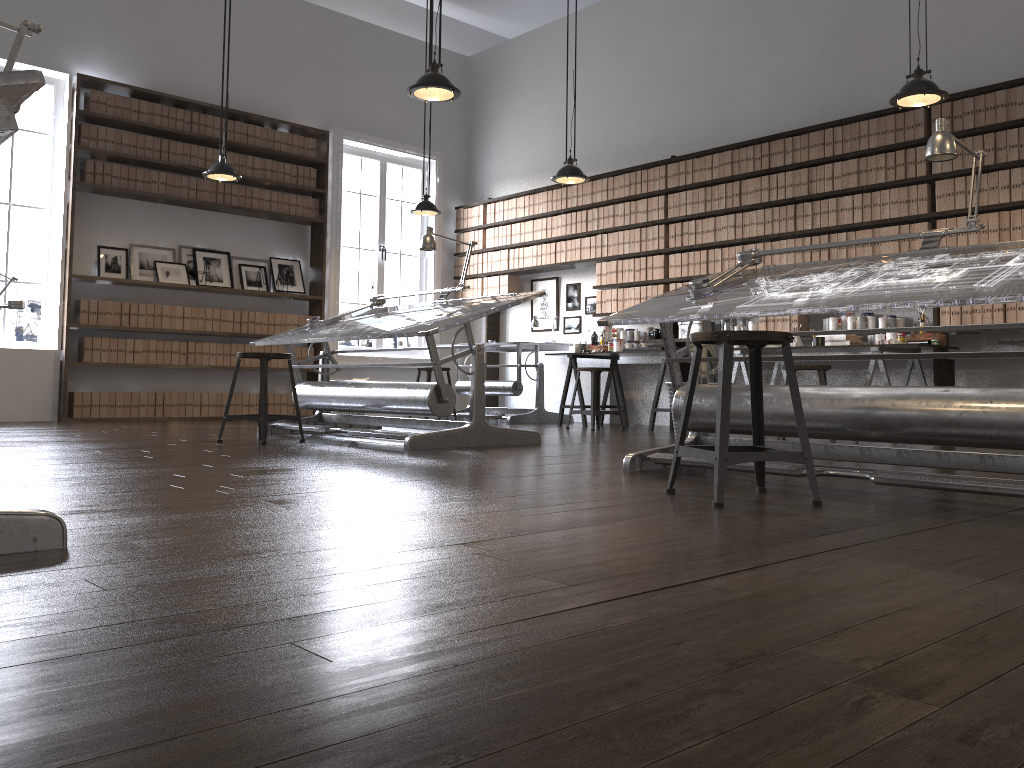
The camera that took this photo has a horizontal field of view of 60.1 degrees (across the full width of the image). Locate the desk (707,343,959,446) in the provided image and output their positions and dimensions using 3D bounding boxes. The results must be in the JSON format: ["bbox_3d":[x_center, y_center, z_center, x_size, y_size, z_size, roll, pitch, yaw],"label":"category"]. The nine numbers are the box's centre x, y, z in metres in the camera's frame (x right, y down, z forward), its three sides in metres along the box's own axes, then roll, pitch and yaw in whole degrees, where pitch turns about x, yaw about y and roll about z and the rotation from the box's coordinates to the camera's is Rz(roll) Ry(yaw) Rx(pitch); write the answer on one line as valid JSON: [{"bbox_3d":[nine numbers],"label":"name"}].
[{"bbox_3d":[2.284,0.073,6.501,0.655,0.671,1.667,2,-2,-42],"label":"desk"}]

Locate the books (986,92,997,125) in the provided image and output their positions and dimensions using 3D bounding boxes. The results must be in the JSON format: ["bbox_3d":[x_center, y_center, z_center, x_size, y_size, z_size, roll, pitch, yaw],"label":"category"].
[{"bbox_3d":[3.316,-1.865,6.071,0.174,0.226,0.066,3,-4,-42],"label":"books"}]

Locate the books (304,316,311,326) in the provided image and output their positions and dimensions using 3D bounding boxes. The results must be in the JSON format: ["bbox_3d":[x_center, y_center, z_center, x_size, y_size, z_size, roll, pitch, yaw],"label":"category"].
[{"bbox_3d":[-2.165,-0.593,9.198,0.066,0.226,0.174,4,-3,-42],"label":"books"}]

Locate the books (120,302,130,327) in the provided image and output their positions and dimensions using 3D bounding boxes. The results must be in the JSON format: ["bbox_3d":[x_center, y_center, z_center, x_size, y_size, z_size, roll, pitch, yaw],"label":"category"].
[{"bbox_3d":[-3.511,-0.618,7.981,0.067,0.226,0.174,4,-3,-42],"label":"books"}]

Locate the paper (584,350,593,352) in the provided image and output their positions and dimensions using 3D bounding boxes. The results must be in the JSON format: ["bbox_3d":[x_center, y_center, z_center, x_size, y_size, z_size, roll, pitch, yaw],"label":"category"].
[{"bbox_3d":[0.715,-0.297,8.202,0.155,0.038,0.137,1,-1,33],"label":"paper"}]

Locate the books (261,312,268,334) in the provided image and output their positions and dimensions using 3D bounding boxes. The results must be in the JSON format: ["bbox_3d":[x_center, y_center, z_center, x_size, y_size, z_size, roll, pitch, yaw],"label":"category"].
[{"bbox_3d":[-2.517,-0.599,8.881,0.066,0.226,0.174,4,-3,-42],"label":"books"}]

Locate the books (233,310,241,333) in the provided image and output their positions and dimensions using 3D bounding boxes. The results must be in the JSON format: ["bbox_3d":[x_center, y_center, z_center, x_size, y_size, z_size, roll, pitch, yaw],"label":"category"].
[{"bbox_3d":[-2.734,-0.604,8.687,0.066,0.226,0.174,4,-3,-42],"label":"books"}]

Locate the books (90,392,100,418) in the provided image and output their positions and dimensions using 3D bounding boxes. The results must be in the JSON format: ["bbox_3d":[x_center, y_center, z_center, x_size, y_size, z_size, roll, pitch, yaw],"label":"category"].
[{"bbox_3d":[-3.691,0.184,7.785,0.067,0.226,0.174,4,-3,-42],"label":"books"}]

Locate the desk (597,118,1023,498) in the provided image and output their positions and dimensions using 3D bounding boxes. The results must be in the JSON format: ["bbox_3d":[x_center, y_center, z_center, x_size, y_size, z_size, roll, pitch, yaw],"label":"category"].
[{"bbox_3d":[1.438,-0.318,3.328,1.075,1.390,2.067,3,-2,-42],"label":"desk"}]

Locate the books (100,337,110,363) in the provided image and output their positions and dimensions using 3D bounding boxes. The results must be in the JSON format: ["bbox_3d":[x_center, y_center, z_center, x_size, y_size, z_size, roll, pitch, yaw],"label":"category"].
[{"bbox_3d":[-3.637,-0.298,7.857,0.066,0.226,0.174,4,-3,-42],"label":"books"}]

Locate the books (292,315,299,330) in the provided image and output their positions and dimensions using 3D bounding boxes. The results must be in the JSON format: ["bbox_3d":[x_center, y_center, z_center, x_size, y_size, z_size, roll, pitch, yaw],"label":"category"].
[{"bbox_3d":[-2.265,-0.595,9.101,0.067,0.226,0.174,4,-3,-42],"label":"books"}]

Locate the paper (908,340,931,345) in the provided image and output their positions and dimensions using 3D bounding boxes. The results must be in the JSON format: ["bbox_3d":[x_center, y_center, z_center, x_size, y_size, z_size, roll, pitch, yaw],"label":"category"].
[{"bbox_3d":[2.719,-0.278,5.978,0.137,0.038,0.155,1,-1,-27],"label":"paper"}]

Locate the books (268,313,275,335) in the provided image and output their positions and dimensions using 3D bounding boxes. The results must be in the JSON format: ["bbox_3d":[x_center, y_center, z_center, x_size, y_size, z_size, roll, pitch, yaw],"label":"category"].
[{"bbox_3d":[-2.464,-0.598,8.928,0.066,0.226,0.174,4,-3,-42],"label":"books"}]

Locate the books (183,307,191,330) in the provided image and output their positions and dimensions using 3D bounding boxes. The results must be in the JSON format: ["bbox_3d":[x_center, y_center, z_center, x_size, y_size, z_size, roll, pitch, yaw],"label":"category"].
[{"bbox_3d":[-3.097,-0.611,8.353,0.067,0.226,0.174,4,-3,-42],"label":"books"}]

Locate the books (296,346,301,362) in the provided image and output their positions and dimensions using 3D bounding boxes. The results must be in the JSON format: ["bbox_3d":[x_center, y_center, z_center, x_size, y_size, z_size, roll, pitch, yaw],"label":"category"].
[{"bbox_3d":[-2.241,-0.272,9.115,0.066,0.226,0.174,4,-3,-42],"label":"books"}]

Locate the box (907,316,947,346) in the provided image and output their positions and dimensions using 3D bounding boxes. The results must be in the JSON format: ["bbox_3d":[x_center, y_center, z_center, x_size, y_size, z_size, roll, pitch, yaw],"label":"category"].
[{"bbox_3d":[2.845,-0.364,6.074,0.137,0.208,0.211,3,-3,-42],"label":"box"}]

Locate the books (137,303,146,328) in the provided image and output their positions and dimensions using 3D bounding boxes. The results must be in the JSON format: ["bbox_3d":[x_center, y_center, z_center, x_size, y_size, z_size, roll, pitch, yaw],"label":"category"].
[{"bbox_3d":[-3.403,-0.616,8.079,0.066,0.226,0.174,4,-3,-42],"label":"books"}]

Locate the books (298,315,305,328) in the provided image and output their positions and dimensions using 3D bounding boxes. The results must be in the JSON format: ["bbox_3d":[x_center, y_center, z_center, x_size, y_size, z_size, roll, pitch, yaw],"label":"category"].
[{"bbox_3d":[-2.216,-0.594,9.150,0.066,0.226,0.174,4,-3,-42],"label":"books"}]

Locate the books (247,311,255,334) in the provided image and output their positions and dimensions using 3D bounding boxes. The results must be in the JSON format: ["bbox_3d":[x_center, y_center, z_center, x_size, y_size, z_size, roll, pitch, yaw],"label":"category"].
[{"bbox_3d":[-2.623,-0.601,8.786,0.066,0.226,0.174,4,-3,-42],"label":"books"}]

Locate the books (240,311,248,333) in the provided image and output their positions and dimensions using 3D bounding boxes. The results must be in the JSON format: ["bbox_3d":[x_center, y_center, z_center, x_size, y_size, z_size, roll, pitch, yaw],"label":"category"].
[{"bbox_3d":[-2.675,-0.603,8.732,0.067,0.226,0.174,4,-3,-42],"label":"books"}]

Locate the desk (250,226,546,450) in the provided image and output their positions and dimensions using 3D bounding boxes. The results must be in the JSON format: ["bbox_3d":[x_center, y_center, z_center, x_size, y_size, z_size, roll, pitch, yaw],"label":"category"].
[{"bbox_3d":[-0.805,-0.339,5.817,1.075,1.390,2.278,3,-2,-42],"label":"desk"}]

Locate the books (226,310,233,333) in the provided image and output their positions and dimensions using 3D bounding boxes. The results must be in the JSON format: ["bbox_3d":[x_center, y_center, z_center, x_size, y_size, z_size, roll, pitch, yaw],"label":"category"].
[{"bbox_3d":[-2.789,-0.605,8.634,0.066,0.226,0.174,4,-3,-42],"label":"books"}]

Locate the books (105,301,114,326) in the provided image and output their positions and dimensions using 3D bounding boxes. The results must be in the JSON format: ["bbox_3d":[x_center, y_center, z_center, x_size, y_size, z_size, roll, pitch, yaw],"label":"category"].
[{"bbox_3d":[-3.617,-0.620,7.890,0.066,0.226,0.174,4,-3,-42],"label":"books"}]

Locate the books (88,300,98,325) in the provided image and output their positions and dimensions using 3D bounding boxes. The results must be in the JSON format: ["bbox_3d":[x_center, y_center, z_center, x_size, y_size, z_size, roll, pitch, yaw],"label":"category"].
[{"bbox_3d":[-3.715,-0.622,7.797,0.066,0.226,0.174,4,-3,-42],"label":"books"}]

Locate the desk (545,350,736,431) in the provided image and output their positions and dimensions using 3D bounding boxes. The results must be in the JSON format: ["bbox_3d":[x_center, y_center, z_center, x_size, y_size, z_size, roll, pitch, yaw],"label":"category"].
[{"bbox_3d":[1.103,0.062,7.811,0.655,0.671,1.667,2,-2,-42],"label":"desk"}]

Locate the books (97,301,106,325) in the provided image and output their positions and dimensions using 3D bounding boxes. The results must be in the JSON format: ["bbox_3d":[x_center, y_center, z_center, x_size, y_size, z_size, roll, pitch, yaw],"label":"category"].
[{"bbox_3d":[-3.661,-0.621,7.845,0.067,0.226,0.174,4,-3,-42],"label":"books"}]

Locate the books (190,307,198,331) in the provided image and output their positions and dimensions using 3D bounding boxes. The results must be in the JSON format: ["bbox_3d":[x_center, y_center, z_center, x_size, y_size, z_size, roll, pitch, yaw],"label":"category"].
[{"bbox_3d":[-3.047,-0.610,8.403,0.066,0.226,0.174,4,-3,-42],"label":"books"}]

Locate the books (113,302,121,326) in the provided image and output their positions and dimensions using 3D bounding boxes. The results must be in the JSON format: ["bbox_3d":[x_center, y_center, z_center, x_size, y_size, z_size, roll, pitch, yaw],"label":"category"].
[{"bbox_3d":[-3.570,-0.619,7.936,0.066,0.226,0.174,4,-3,-42],"label":"books"}]

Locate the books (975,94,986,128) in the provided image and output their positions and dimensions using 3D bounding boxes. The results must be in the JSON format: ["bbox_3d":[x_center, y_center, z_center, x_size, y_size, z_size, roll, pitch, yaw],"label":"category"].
[{"bbox_3d":[3.268,-1.866,6.124,0.174,0.226,0.066,3,-4,-42],"label":"books"}]

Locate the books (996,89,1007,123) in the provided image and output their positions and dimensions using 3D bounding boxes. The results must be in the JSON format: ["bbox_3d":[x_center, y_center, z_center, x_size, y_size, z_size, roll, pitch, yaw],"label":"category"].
[{"bbox_3d":[3.356,-1.865,6.017,0.174,0.226,0.067,3,-4,-42],"label":"books"}]

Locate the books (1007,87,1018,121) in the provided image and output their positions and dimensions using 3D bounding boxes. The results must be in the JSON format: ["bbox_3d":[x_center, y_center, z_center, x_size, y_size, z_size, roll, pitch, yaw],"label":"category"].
[{"bbox_3d":[3.404,-1.865,5.971,0.174,0.226,0.066,3,-4,-42],"label":"books"}]

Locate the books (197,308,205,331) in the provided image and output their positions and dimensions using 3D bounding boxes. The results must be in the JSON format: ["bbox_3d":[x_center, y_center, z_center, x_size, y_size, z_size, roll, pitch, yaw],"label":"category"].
[{"bbox_3d":[-2.997,-0.609,8.451,0.066,0.226,0.174,4,-3,-42],"label":"books"}]

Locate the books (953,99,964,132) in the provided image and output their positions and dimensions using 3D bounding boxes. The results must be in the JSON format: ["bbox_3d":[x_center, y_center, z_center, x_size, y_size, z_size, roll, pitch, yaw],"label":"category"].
[{"bbox_3d":[3.173,-1.867,6.229,0.174,0.226,0.066,3,-4,-42],"label":"books"}]

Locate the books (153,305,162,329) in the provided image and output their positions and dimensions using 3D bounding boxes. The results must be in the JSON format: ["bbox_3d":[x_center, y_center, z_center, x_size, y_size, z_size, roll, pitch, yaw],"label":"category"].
[{"bbox_3d":[-3.300,-0.614,8.177,0.066,0.226,0.174,4,-3,-42],"label":"books"}]

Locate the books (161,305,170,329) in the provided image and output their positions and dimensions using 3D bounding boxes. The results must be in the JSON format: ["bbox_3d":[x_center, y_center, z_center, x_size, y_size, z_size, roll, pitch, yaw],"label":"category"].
[{"bbox_3d":[-3.247,-0.613,8.218,0.067,0.226,0.174,4,-3,-42],"label":"books"}]

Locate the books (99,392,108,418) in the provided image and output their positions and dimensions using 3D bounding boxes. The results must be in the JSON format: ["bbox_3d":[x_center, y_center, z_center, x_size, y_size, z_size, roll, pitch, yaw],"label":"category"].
[{"bbox_3d":[-3.638,0.185,7.834,0.066,0.226,0.174,4,-3,-42],"label":"books"}]

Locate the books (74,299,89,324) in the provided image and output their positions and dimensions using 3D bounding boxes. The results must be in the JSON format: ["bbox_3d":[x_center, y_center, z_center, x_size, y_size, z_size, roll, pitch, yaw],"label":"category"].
[{"bbox_3d":[-3.771,-0.623,7.751,0.066,0.226,0.174,4,-3,-42],"label":"books"}]

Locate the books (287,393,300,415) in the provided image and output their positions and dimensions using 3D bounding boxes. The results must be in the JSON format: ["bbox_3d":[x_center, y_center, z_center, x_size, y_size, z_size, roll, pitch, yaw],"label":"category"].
[{"bbox_3d":[-2.243,0.211,9.085,0.067,0.226,0.174,4,-3,-42],"label":"books"}]

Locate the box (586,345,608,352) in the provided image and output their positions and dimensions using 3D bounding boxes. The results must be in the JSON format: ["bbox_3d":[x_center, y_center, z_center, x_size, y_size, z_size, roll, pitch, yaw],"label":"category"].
[{"bbox_3d":[0.819,-0.321,8.318,0.137,0.083,0.211,2,-1,-42],"label":"box"}]

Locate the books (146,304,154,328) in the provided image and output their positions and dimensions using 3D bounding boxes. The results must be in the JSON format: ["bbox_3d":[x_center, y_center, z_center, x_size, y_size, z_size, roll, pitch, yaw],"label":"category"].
[{"bbox_3d":[-3.353,-0.615,8.130,0.066,0.226,0.174,4,-3,-42],"label":"books"}]

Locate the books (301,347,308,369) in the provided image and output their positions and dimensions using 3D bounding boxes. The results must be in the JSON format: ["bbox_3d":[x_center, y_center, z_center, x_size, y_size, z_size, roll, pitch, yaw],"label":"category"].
[{"bbox_3d":[-2.188,-0.271,9.162,0.066,0.226,0.174,4,-3,-42],"label":"books"}]

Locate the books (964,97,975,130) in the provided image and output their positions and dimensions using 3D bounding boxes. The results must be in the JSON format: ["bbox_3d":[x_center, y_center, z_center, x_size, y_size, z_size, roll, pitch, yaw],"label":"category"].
[{"bbox_3d":[3.218,-1.866,6.173,0.174,0.226,0.066,3,-4,-42],"label":"books"}]

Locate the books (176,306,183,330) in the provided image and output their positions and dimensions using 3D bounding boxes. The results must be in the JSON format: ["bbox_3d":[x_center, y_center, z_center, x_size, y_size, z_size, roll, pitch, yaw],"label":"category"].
[{"bbox_3d":[-3.152,-0.611,8.307,0.066,0.226,0.174,4,-3,-42],"label":"books"}]

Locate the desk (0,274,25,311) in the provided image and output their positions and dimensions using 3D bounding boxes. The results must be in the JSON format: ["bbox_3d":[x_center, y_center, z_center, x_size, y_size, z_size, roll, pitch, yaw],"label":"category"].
[{"bbox_3d":[-3.812,-0.285,5.681,1.170,1.192,1.268,2,-2,-42],"label":"desk"}]

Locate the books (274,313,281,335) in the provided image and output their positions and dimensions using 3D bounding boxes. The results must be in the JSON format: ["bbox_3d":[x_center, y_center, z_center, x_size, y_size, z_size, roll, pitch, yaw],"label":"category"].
[{"bbox_3d":[-2.410,-0.597,8.969,0.067,0.226,0.174,4,-3,-42],"label":"books"}]

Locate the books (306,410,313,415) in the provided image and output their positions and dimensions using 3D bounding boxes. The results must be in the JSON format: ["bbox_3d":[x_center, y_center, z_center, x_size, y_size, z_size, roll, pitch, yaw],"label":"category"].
[{"bbox_3d":[-2.134,0.213,9.188,0.066,0.226,0.174,4,-3,-42],"label":"books"}]

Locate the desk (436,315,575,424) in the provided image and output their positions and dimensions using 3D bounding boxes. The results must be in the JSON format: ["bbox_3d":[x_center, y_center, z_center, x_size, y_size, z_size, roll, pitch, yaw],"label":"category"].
[{"bbox_3d":[-0.010,-0.168,9.017,1.069,1.101,1.268,2,-2,-42],"label":"desk"}]

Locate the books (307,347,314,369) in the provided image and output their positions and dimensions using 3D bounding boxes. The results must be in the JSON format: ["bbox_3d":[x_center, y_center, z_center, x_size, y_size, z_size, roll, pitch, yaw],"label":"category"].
[{"bbox_3d":[-2.133,-0.270,9.206,0.066,0.226,0.174,4,-3,-42],"label":"books"}]

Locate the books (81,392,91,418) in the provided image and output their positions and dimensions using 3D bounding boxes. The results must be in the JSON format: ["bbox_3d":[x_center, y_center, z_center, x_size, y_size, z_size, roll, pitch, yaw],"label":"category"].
[{"bbox_3d":[-3.746,0.183,7.741,0.066,0.226,0.174,4,-3,-42],"label":"books"}]

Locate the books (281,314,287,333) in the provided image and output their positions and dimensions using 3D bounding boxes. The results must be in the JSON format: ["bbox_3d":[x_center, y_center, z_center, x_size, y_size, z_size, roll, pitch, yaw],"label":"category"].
[{"bbox_3d":[-2.364,-0.597,9.017,0.066,0.226,0.174,4,-3,-42],"label":"books"}]

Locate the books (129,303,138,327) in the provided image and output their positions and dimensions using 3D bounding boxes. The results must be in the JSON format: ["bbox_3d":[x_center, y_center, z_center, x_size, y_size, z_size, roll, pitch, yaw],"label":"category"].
[{"bbox_3d":[-3.459,-0.617,8.035,0.066,0.226,0.174,4,-3,-42],"label":"books"}]

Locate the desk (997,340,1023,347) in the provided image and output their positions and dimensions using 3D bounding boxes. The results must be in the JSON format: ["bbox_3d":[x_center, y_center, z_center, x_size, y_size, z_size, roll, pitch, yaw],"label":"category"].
[{"bbox_3d":[3.717,0.086,4.912,0.655,0.671,1.667,2,-2,-42],"label":"desk"}]

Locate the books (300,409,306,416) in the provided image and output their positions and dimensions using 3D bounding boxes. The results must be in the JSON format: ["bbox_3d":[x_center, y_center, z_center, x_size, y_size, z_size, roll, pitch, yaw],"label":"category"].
[{"bbox_3d":[-2.191,0.212,9.139,0.066,0.226,0.174,4,-3,-42],"label":"books"}]

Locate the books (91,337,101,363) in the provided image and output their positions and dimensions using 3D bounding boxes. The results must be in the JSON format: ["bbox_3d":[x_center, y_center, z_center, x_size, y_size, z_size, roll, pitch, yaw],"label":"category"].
[{"bbox_3d":[-3.688,-0.299,7.806,0.066,0.226,0.174,4,-3,-42],"label":"books"}]

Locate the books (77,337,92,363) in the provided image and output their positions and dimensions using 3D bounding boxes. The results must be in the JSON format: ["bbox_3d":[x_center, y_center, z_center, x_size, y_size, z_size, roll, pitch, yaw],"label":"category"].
[{"bbox_3d":[-3.742,-0.300,7.758,0.067,0.226,0.174,4,-3,-42],"label":"books"}]

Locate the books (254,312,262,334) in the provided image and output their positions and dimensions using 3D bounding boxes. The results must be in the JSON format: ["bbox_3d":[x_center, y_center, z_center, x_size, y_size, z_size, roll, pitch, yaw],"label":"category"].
[{"bbox_3d":[-2.567,-0.600,8.830,0.066,0.226,0.174,4,-3,-42],"label":"books"}]

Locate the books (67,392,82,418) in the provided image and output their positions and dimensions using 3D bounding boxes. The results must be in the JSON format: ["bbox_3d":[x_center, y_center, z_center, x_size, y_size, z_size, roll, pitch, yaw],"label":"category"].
[{"bbox_3d":[-3.799,0.182,7.696,0.066,0.226,0.174,4,-3,-42],"label":"books"}]

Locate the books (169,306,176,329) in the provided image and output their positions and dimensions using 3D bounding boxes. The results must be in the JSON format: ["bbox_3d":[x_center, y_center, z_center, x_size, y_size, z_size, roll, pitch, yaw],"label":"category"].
[{"bbox_3d":[-3.200,-0.612,8.266,0.066,0.226,0.174,4,-3,-42],"label":"books"}]

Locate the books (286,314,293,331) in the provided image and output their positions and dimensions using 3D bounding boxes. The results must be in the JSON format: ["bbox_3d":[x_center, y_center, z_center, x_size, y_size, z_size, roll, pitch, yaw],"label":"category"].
[{"bbox_3d":[-2.316,-0.596,9.058,0.066,0.226,0.174,4,-3,-42],"label":"books"}]

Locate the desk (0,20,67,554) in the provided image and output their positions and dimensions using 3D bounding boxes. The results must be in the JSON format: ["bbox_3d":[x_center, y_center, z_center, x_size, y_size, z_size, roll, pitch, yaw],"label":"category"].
[{"bbox_3d":[-1.808,-0.371,2.175,1.075,1.390,2.067,3,-2,-42],"label":"desk"}]
